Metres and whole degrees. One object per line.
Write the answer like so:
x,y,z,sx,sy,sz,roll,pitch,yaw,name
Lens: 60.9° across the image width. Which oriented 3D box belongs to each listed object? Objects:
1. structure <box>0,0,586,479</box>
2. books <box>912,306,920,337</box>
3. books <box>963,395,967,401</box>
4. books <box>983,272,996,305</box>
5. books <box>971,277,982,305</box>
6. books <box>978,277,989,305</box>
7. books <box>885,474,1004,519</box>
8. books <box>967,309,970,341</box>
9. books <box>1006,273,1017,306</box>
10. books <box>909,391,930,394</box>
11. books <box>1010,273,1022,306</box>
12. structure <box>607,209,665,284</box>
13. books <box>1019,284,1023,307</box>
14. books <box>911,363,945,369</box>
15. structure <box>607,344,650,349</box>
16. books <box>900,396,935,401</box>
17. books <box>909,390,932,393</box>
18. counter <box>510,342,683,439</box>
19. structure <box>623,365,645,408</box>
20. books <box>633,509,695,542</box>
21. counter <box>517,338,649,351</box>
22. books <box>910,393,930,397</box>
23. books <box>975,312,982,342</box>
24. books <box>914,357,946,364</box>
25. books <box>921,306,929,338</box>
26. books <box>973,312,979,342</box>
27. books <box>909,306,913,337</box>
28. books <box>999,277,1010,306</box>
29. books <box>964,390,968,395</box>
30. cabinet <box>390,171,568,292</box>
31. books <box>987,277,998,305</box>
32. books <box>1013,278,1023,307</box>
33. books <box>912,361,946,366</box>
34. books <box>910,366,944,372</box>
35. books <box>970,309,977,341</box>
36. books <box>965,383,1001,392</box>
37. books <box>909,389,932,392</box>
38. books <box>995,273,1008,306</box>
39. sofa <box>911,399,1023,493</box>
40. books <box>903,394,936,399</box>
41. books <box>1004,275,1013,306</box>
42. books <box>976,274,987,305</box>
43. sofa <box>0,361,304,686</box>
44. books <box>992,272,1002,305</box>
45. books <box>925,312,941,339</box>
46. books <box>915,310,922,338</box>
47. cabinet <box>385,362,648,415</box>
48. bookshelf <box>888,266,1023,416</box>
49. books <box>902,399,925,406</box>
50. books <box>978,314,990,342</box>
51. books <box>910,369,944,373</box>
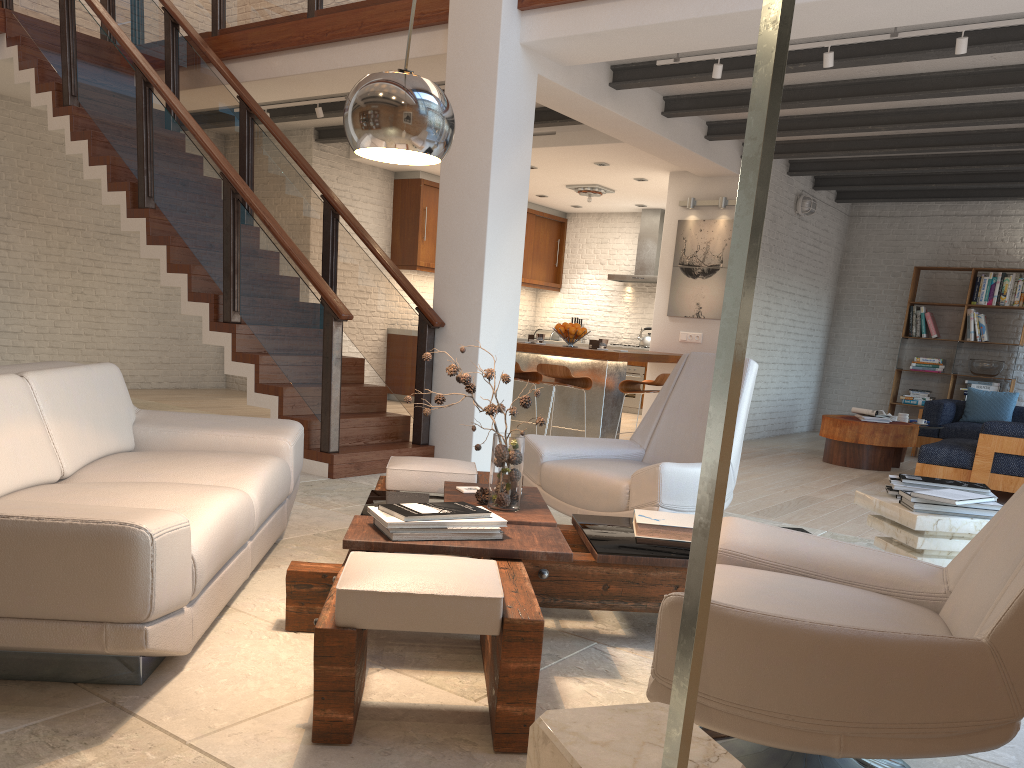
-0.414,-1.522,6.691,9.990,4.269,13.693,8,6,35,structure
5.118,-0.785,11.043,0.089,0.397,0.240,14,14,35,books
5.772,0.184,10.731,0.376,0.066,0.239,6,5,21,books
5.759,-1.138,10.511,0.036,0.396,0.240,14,14,35,books
5.665,-1.123,10.598,0.054,0.340,0.251,14,14,35,books
5.716,-1.115,10.540,0.054,0.340,0.251,14,14,35,books
1.667,0.437,3.364,0.386,0.082,0.557,6,4,19,books
5.626,-0.720,10.703,0.099,0.396,0.240,14,14,35,books
5.968,-1.113,10.390,0.036,0.396,0.240,14,14,35,books
5.220,0.110,11.150,0.233,0.019,0.168,7,4,28,books
5.990,-1.109,10.359,0.036,0.396,0.240,14,14,35,books
1.939,-1.944,12.301,0.969,1.024,0.450,11,13,34,structure
6.066,-1.100,10.307,0.036,0.396,0.240,14,14,35,books
5.262,-0.229,11.011,0.375,0.037,0.240,7,4,28,books
1.786,-0.537,12.584,0.799,0.033,0.583,7,4,35,structure
5.195,0.189,11.157,0.373,0.037,0.241,7,5,35,books
5.222,0.097,11.137,0.239,0.008,0.154,7,4,35,books
0.912,0.112,8.878,1.658,0.948,2.467,9,6,35,counter
1.700,0.021,12.659,0.658,0.596,0.493,10,11,34,structure
0.620,0.532,3.252,0.326,0.058,0.248,5,4,5,books
0.785,-0.509,11.654,3.466,0.072,3.294,7,4,35,counter
5.218,0.137,11.147,0.202,0.035,0.131,7,5,35,books
5.713,-0.691,10.641,0.122,0.360,0.268,13,13,35,books
5.283,-0.296,11.005,0.321,0.057,0.252,8,5,37,books
5.197,-0.772,10.974,0.119,0.393,0.240,13,14,35,books
5.690,-0.693,10.646,0.122,0.360,0.268,13,13,35,books
5.083,-0.789,11.057,0.089,0.397,0.240,14,14,35,books
5.894,-1.092,10.411,0.054,0.340,0.251,14,14,35,books
5.748,0.120,10.722,0.322,0.057,0.251,7,5,30,books
-0.347,-2.032,12.170,0.453,1.199,3.303,13,9,35,cabinet
5.803,-1.105,10.503,0.054,0.340,0.251,14,14,35,books
6.022,-1.077,10.335,0.054,0.340,0.251,14,14,35,books
5.274,-0.258,11.021,0.350,0.021,0.269,7,4,33,books
5.254,-0.193,11.031,0.374,0.037,0.241,7,4,30,books
5.642,-0.715,10.664,0.101,0.396,0.240,14,14,35,books
5.792,0.041,10.713,0.375,0.066,0.240,7,5,29,books
5.217,0.084,11.122,0.248,0.017,0.160,7,4,35,books
5.867,-1.124,10.442,0.036,0.396,0.240,14,14,35,books
4.820,0.590,8.442,2.045,0.681,3.904,8,5,35,sofa
5.204,0.163,11.134,0.375,0.019,0.240,7,4,27,books
5.935,-1.102,10.398,0.020,0.371,0.268,14,14,35,books
5.696,-1.133,10.572,0.020,0.371,0.268,14,14,35,books
-1.503,0.360,3.156,1.145,0.778,2.262,4,5,-5,sofa
5.832,-1.128,10.454,0.036,0.396,0.240,14,14,35,books
5.283,-0.732,10.949,0.191,0.329,0.251,12,12,35,books
5.169,-0.755,11.035,0.100,0.345,0.251,14,13,35,books
0.817,-1.069,11.971,4.782,2.927,2.194,5,10,-1,cabinet
5.523,-0.286,10.814,1.294,2.273,0.358,12,15,33,bookshelf
5.203,0.238,11.150,0.253,0.057,0.319,1,6,-45,books
5.742,-0.677,10.605,0.155,0.340,0.251,13,13,35,books
5.263,-0.164,11.038,0.350,0.021,0.269,7,4,35,books
